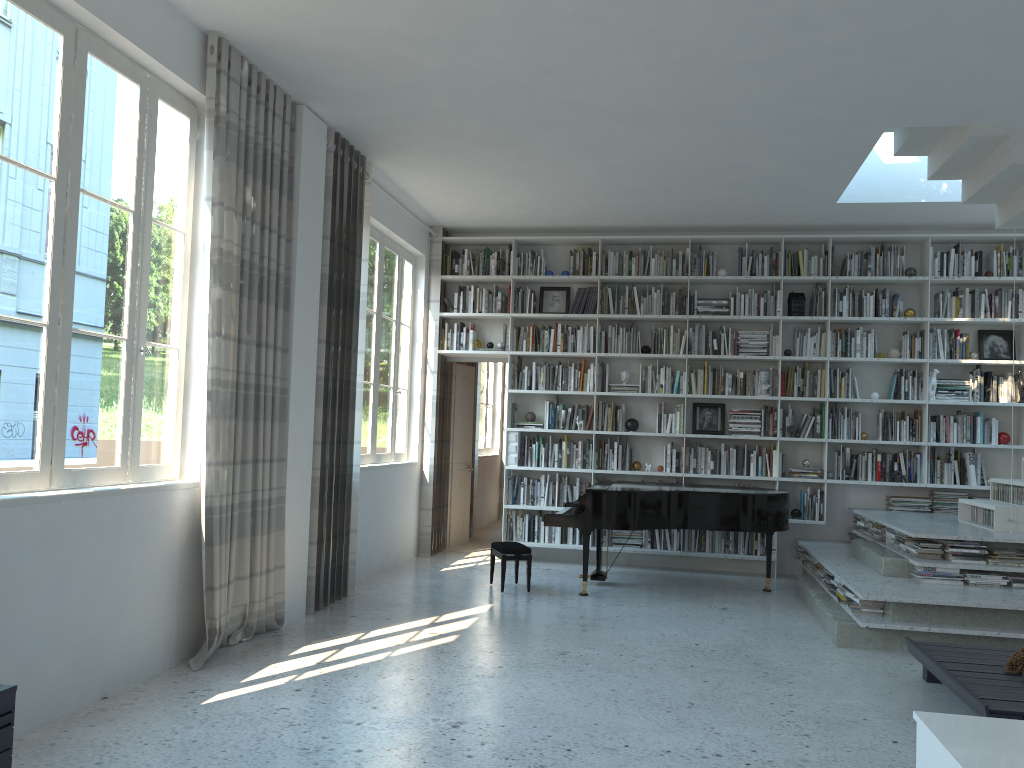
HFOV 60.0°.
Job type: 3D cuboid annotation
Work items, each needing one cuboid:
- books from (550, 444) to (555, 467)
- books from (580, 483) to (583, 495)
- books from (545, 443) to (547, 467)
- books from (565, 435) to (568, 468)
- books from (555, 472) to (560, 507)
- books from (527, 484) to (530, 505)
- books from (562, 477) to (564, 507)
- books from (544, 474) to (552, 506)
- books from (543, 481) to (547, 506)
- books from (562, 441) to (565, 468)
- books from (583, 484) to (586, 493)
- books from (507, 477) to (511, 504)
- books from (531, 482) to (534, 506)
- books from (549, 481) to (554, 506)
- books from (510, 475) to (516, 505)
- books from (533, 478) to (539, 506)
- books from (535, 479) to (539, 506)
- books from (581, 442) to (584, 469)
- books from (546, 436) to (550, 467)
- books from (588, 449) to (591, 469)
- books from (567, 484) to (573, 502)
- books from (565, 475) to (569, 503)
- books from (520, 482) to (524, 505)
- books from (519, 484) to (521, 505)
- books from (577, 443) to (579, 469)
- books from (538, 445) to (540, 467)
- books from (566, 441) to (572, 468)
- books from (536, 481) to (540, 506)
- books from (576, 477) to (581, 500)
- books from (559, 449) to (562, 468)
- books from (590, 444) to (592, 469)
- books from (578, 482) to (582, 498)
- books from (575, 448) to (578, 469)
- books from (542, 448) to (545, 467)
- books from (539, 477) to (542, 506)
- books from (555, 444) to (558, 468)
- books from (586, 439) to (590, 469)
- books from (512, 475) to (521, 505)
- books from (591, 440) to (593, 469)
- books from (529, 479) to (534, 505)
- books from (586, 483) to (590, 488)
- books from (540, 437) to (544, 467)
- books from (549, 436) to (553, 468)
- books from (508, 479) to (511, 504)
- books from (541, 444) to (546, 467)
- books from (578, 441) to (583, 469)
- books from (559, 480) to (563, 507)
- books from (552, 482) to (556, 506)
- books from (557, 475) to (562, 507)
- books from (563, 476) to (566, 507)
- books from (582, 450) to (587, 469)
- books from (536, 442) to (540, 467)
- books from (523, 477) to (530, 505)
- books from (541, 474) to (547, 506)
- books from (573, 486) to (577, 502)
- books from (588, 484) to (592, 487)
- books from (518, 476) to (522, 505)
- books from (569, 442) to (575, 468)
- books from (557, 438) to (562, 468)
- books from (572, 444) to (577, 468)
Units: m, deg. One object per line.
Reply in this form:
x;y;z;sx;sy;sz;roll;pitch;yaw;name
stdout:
0.409;0.695;8.627;0.045;0.230;0.138;2;-3;11;books
0.679;1.076;8.562;0.030;0.227;0.140;2;-3;11;books
0.341;0.693;8.643;0.016;0.230;0.136;2;-3;11;books
0.531;0.651;8.586;0.021;0.322;0.172;2;-3;11;books
0.444;1.019;8.576;0.014;0.325;0.170;2;-3;11;books
0.170;1.077;8.654;0.025;0.200;0.137;2;-3;11;books
0.502;1.043;8.594;0.013;0.284;0.139;2;-3;11;books
0.348;1.026;8.597;0.039;0.307;0.172;2;-3;11;books
0.326;1.064;8.621;0.012;0.232;0.148;2;-3;11;books
0.510;0.685;8.591;0.026;0.254;0.176;2;-3;11;books
0.697;1.074;8.516;0.023;0.228;0.190;2;-3;11;books
-0.023;1.045;8.686;0.012;0.254;0.161;2;-3;11;books
0.213;1.065;8.616;0.028;0.223;0.189;2;-3;11;books
0.385;1.063;8.611;0.031;0.238;0.132;2;-3;11;books
0.012;1.032;8.650;0.011;0.277;0.189;2;-3;11;books
0.233;1.048;8.615;0.013;0.257;0.189;2;-3;11;books
0.244;1.051;8.608;0.010;0.252;0.178;2;-3;11;books
0.683;0.687;8.567;0.013;0.260;0.142;2;-3;11;books
0.362;0.657;8.606;0.019;0.300;0.180;2;-3;11;books
0.755;0.726;8.565;0.023;0.187;0.130;2;-3;11;books
0.568;1.078;8.564;0.059;0.216;0.177;2;-3;11;books
0.533;1.035;8.571;0.013;0.301;0.172;2;-3;11;books
0.113;1.064;8.637;0.022;0.220;0.187;2;-3;11;books
0.094;1.076;8.662;0.024;0.197;0.148;2;-3;11;books
0.650;0.693;8.572;0.010;0.246;0.160;2;-3;11;books
0.277;0.701;8.651;0.016;0.211;0.146;2;-3;11;books
0.553;0.682;8.572;0.028;0.260;0.181;2;-3;11;books
0.264;1.063;8.617;0.028;0.229;0.157;2;-3;11;books
0.641;1.045;8.562;0.025;0.287;0.130;2;-3;11;books
0.480;0.720;8.584;0.029;0.181;0.190;2;-3;11;books
0.768;0.698;8.538;0.010;0.240;0.174;2;-3;11;books
0.652;1.067;8.532;0.011;0.239;0.174;2;-3;11;books
0.633;0.718;8.578;0.023;0.194;0.140;2;-3;11;books
0.318;0.712;8.612;0.016;0.189;0.183;2;-3;11;books
0.289;1.043;8.633;0.013;0.273;0.146;2;-3;11;books
0.441;0.695;8.603;0.027;0.229;0.159;2;-3;11;books
0.733;0.674;8.539;0.014;0.286;0.179;2;-3;11;books
0.044;1.030;8.653;0.052;0.283;0.172;2;-3;11;books
0.790;0.680;8.557;0.024;0.280;0.136;2;-3;11;books
0.195;1.054;8.654;0.022;0.248;0.134;2;-3;11;books
0.728;1.073;8.547;0.026;0.235;0.140;2;-3;11;books
0.293;0.662;8.617;0.007;0.286;0.182;2;-3;11;books
0.379;0.655;8.615;0.012;0.306;0.189;2;-3;11;books
-0.005;1.052;8.668;0.029;0.239;0.154;2;-3;11;books
0.304;0.696;8.620;0.015;0.219;0.190;2;-3;11;books
0.663;0.682;8.552;0.021;0.265;0.185;2;-3;11;books
0.480;1.057;8.594;0.029;0.254;0.153;2;-3;11;books
0.413;1.070;8.601;0.028;0.224;0.134;2;-3;11;books
0.457;1.035;8.581;0.012;0.295;0.176;2;-3;11;books
0.517;1.040;8.579;0.022;0.290;0.137;2;-3;11;books
0.707;0.726;8.561;0.041;0.181;0.141;2;-3;11;books
0.260;0.682;8.623;0.009;0.244;0.184;2;-3;11;books
0.141;1.042;8.639;0.029;0.266;0.171;2;-3;11;books
0.307;1.030;8.623;0.027;0.299;0.142;2;-3;11;books
0.614;1.087;8.574;0.030;0.203;0.142;2;-3;11;books
0.754;1.076;8.532;0.030;0.230;0.151;2;-3;11;books
0.078;1.037;8.666;0.010;0.273;0.150;2;-3;11;books
0.581;0.689;8.572;0.028;0.249;0.159;2;-3;11;books
0.462;0.670;8.599;0.014;0.282;0.150;2;-3;11;books
0.609;0.700;8.581;0.025;0.229;0.153;2;-3;11;books
